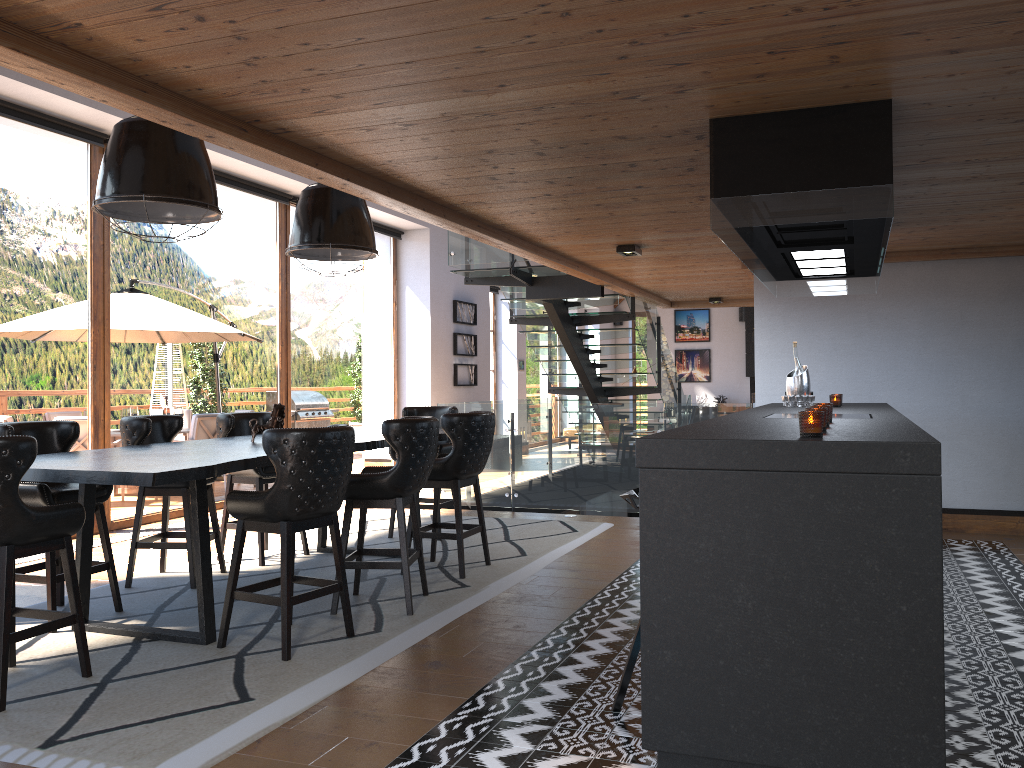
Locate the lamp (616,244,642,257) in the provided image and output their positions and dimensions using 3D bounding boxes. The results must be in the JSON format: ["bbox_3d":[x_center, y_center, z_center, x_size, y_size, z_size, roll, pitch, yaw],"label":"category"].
[{"bbox_3d":[0.950,-1.088,7.185,0.154,0.068,0.263,-1,0,21],"label":"lamp"}]

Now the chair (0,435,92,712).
[{"bbox_3d":[-2.139,0.750,3.680,0.500,1.092,0.572,-1,-1,20],"label":"chair"}]

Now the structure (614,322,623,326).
[{"bbox_3d":[2.697,-1.656,22.485,0.212,0.349,0.215,-1,-1,21],"label":"structure"}]

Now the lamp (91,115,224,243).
[{"bbox_3d":[-1.819,-3.075,4.553,0.627,4.685,0.615,0,-1,-24],"label":"lamp"}]

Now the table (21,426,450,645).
[{"bbox_3d":[-1.421,0.835,5.599,1.418,0.950,3.827,-1,0,21],"label":"table"}]

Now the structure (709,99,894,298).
[{"bbox_3d":[1.750,-0.892,5.109,0.705,0.476,3.276,-1,0,21],"label":"structure"}]

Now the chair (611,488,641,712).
[{"bbox_3d":[0.695,0.852,3.617,0.465,0.839,0.543,-1,-1,22],"label":"chair"}]

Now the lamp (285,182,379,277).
[{"bbox_3d":[-1.238,-3.080,6.049,0.627,4.685,0.615,0,-1,-24],"label":"lamp"}]

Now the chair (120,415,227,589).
[{"bbox_3d":[-2.234,0.751,5.767,0.567,1.092,0.505,-1,-1,5],"label":"chair"}]

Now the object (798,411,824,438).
[{"bbox_3d":[0.945,0.127,2.798,0.080,0.081,0.078,0,0,-24],"label":"object"}]

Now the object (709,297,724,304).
[{"bbox_3d":[2.683,-1.103,11.640,0.154,0.068,0.263,-1,0,21],"label":"object"}]

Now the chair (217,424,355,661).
[{"bbox_3d":[-1.059,0.750,4.356,0.562,1.092,0.509,-1,-1,30],"label":"chair"}]

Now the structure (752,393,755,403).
[{"bbox_3d":[6.138,0.472,20.866,0.975,0.514,0.185,-1,-1,20],"label":"structure"}]

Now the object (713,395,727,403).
[{"bbox_3d":[5.041,0.476,21.391,0.337,0.455,0.337,0,-1,-44],"label":"object"}]

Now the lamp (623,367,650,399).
[{"bbox_3d":[3.110,0.310,21.167,0.521,1.899,1.338,-1,-1,42],"label":"lamp"}]

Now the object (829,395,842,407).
[{"bbox_3d":[2.180,0.116,5.973,0.080,0.081,0.079,0,0,-14],"label":"object"}]

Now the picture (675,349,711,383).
[{"bbox_3d":[4.463,-0.444,21.907,0.872,0.816,0.036,-1,-1,20],"label":"picture"}]

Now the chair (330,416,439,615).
[{"bbox_3d":[-0.699,0.738,5.104,0.567,1.092,0.505,-1,-1,5],"label":"chair"}]

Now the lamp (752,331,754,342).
[{"bbox_3d":[5.160,-1.986,18.582,0.260,2.202,0.806,-1,-1,12],"label":"lamp"}]

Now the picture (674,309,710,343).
[{"bbox_3d":[4.454,-1.439,21.920,0.872,0.816,0.036,-1,-1,20],"label":"picture"}]

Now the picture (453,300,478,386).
[{"bbox_3d":[-0.726,-0.625,13.855,0.059,1.312,0.780,-1,-1,21],"label":"picture"}]

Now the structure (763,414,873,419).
[{"bbox_3d":[1.561,0.171,4.509,0.500,0.017,0.615,-1,0,21],"label":"structure"}]

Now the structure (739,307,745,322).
[{"bbox_3d":[5.584,-1.682,21.423,0.212,0.349,0.215,-1,-1,21],"label":"structure"}]

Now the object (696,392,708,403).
[{"bbox_3d":[4.611,0.452,21.479,0.260,0.532,0.425,0,0,-10],"label":"object"}]

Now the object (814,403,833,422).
[{"bbox_3d":[1.346,0.123,3.831,0.080,0.081,0.078,0,0,-24],"label":"object"}]

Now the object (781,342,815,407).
[{"bbox_3d":[1.992,-0.068,6.175,0.224,0.452,0.226,-1,-1,21],"label":"object"}]

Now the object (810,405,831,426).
[{"bbox_3d":[1.213,0.124,3.486,0.080,0.081,0.078,0,0,-24],"label":"object"}]

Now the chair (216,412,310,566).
[{"bbox_3d":[-1.874,0.758,6.515,0.562,1.092,0.509,-1,-1,30],"label":"chair"}]

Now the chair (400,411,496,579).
[{"bbox_3d":[-0.393,0.735,6.026,0.564,1.092,0.508,-1,-1,20],"label":"chair"}]

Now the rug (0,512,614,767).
[{"bbox_3d":[-1.243,1.289,5.875,2.531,0.047,5.676,-1,0,21],"label":"rug"}]

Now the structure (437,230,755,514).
[{"bbox_3d":[-1.204,0.906,11.246,9.138,6.399,11.112,-1,0,21],"label":"structure"}]

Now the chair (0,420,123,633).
[{"bbox_3d":[-2.540,0.754,4.845,0.564,1.092,0.508,-1,-1,20],"label":"chair"}]

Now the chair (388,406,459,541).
[{"bbox_3d":[-0.718,0.738,7.483,0.500,1.092,0.572,-1,-1,20],"label":"chair"}]

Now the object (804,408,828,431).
[{"bbox_3d":[1.079,0.126,3.142,0.080,0.081,0.078,0,0,-24],"label":"object"}]

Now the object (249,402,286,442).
[{"bbox_3d":[-1.545,0.243,5.598,0.222,0.253,0.115,0,-1,-17],"label":"object"}]

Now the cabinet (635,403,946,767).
[{"bbox_3d":[1.687,0.713,4.915,0.882,1.104,4.839,-1,0,21],"label":"cabinet"}]

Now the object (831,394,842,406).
[{"bbox_3d":[2.320,0.115,6.333,0.080,0.081,0.079,0,0,-14],"label":"object"}]
